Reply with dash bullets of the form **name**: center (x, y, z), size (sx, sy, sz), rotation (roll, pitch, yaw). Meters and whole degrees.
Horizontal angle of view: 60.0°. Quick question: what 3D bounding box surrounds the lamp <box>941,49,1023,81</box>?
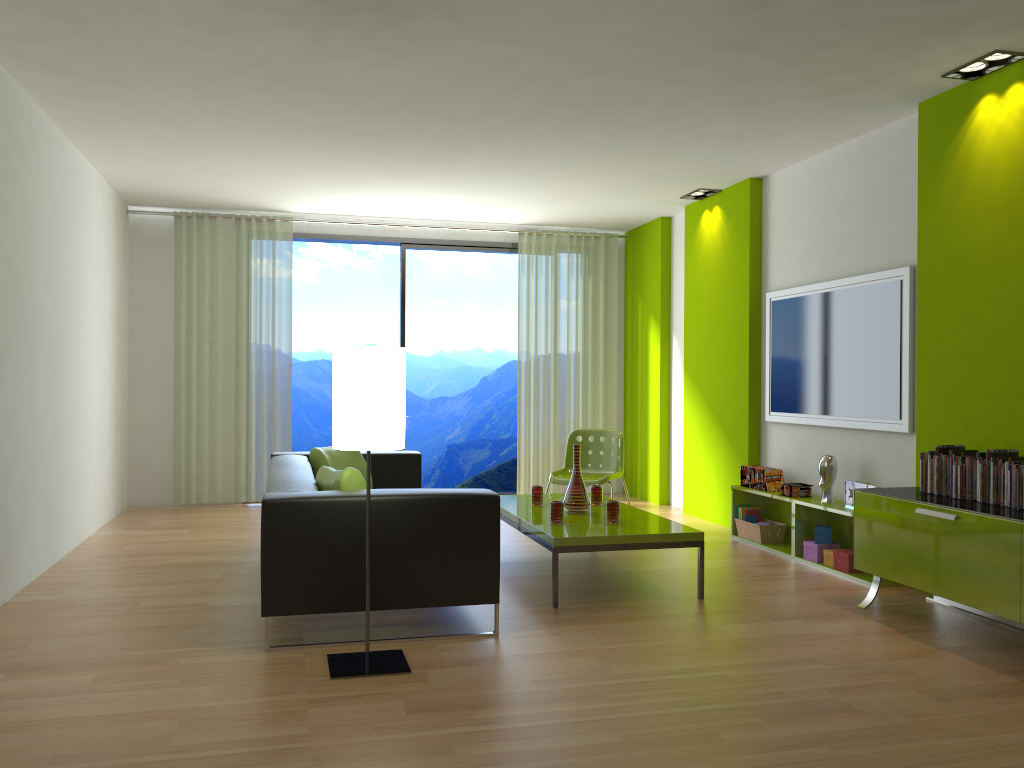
- **lamp**: center (2.249, -1.574, 4.221), size (0.192, 0.131, 0.352), rotation (0, 0, -14)

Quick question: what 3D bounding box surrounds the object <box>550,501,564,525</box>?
- **object**: center (0.245, 0.699, 4.808), size (0.076, 0.122, 0.075), rotation (0, 0, 20)

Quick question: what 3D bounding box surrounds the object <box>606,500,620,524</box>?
- **object**: center (0.552, 0.701, 4.848), size (0.075, 0.122, 0.076), rotation (0, 0, 41)

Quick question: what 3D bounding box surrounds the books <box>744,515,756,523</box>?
- **books**: center (1.696, 1.010, 6.311), size (0.086, 0.148, 0.025), rotation (0, 0, -14)

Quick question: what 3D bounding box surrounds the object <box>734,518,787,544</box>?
- **object**: center (1.741, 1.028, 6.223), size (0.213, 0.129, 0.367), rotation (0, 0, -14)

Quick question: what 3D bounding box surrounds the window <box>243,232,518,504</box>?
- **window**: center (-0.843, -0.136, 8.558), size (3.336, 2.498, 0.219), rotation (0, 0, -14)

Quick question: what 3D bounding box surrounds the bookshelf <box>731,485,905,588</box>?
- **bookshelf**: center (1.934, 0.924, 5.666), size (0.306, 0.378, 1.630), rotation (0, 0, -14)

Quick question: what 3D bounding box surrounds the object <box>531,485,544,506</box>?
- **object**: center (0.159, 0.698, 5.537), size (0.076, 0.122, 0.075), rotation (0, 0, 20)

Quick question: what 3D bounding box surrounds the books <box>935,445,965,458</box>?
- **books**: center (2.124, 0.419, 4.302), size (0.163, 0.246, 0.017), rotation (0, 0, -14)

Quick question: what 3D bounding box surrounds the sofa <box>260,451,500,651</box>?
- **sofa**: center (-0.828, 0.782, 4.986), size (1.061, 0.639, 2.583), rotation (0, 0, -14)

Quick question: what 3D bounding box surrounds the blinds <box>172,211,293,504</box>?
- **blinds**: center (-2.482, -0.229, 7.908), size (1.012, 2.568, 0.067), rotation (0, 0, -14)

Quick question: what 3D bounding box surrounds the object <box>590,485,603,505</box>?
- **object**: center (0.531, 0.700, 5.575), size (0.076, 0.122, 0.075), rotation (0, 0, 20)

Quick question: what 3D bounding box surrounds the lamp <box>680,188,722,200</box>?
- **lamp**: center (1.511, -1.581, 7.114), size (0.192, 0.131, 0.352), rotation (0, 0, -14)

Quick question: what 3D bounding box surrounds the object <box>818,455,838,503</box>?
- **object**: center (1.964, 0.592, 5.505), size (0.107, 0.305, 0.107), rotation (0, 0, 42)

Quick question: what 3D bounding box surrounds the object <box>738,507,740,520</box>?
- **object**: center (1.705, 0.984, 6.375), size (0.158, 0.200, 0.040), rotation (0, 0, -14)

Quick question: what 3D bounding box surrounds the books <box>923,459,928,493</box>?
- **books**: center (2.103, 0.456, 4.384), size (0.163, 0.171, 0.017), rotation (0, 0, -14)

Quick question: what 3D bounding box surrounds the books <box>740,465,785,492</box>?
- **books**: center (1.757, 0.661, 6.204), size (0.147, 0.150, 0.370), rotation (0, 0, -14)

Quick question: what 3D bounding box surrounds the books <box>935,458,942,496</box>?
- **books**: center (2.121, 0.450, 4.280), size (0.180, 0.183, 0.025), rotation (0, 0, -14)

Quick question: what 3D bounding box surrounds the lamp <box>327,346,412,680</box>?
- **lamp**: center (-0.560, 0.479, 3.474), size (0.302, 1.244, 0.295), rotation (0, 0, -14)

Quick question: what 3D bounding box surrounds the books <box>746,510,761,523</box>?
- **books**: center (1.728, 0.993, 6.333), size (0.105, 0.182, 0.031), rotation (0, 0, -14)

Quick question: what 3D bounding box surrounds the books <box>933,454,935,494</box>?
- **books**: center (2.121, 0.441, 4.317), size (0.161, 0.201, 0.013), rotation (0, 0, -14)

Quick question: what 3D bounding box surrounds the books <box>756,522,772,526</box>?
- **books**: center (1.754, 0.975, 6.177), size (0.087, 0.008, 0.110), rotation (0, 0, 26)

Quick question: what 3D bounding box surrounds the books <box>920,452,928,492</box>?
- **books**: center (2.098, 0.441, 4.404), size (0.163, 0.201, 0.025), rotation (0, 0, -14)

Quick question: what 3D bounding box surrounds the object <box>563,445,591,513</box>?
- **object**: center (0.381, 0.559, 5.232), size (0.168, 0.400, 0.168), rotation (0, 0, -29)

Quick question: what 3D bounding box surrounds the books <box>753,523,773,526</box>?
- **books**: center (1.761, 0.992, 6.160), size (0.143, 0.025, 0.182), rotation (0, 0, -14)

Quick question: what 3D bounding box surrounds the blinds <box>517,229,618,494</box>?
- **blinds**: center (0.541, -0.211, 8.679), size (1.012, 2.568, 0.067), rotation (0, 0, -14)

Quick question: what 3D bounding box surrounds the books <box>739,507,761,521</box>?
- **books**: center (1.711, 0.983, 6.352), size (0.158, 0.202, 0.051), rotation (0, 0, -14)

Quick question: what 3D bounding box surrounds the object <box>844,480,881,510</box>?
- **object**: center (2.028, 0.655, 5.135), size (0.047, 0.176, 0.340), rotation (0, 0, -9)

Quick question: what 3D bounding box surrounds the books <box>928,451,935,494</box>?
- **books**: center (2.110, 0.434, 4.337), size (0.172, 0.215, 0.030), rotation (0, 0, -14)

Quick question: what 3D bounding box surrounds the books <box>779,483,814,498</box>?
- **books**: center (1.858, 0.696, 5.808), size (0.164, 0.078, 0.172), rotation (0, 0, -16)
